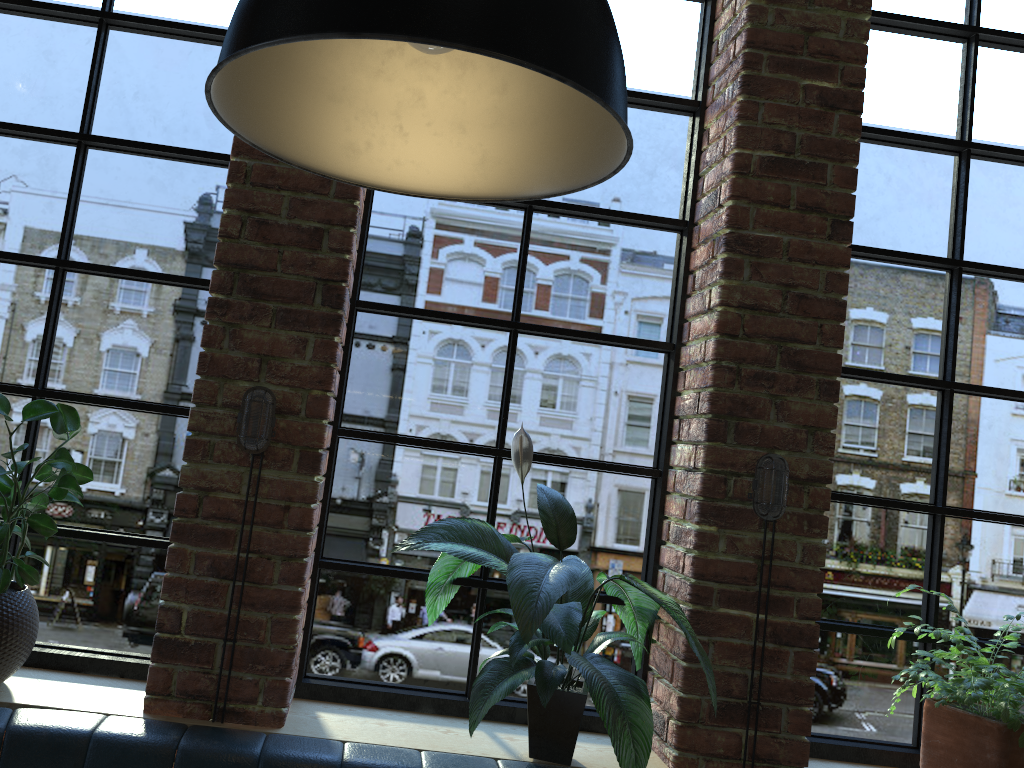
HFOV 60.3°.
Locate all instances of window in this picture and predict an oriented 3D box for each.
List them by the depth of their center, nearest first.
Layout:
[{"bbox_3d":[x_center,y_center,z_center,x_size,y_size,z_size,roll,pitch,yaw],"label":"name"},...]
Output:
[{"bbox_3d":[-1.357,-0.596,1.360,8.137,2.433,3.597,11,-7,-39],"label":"window"}]

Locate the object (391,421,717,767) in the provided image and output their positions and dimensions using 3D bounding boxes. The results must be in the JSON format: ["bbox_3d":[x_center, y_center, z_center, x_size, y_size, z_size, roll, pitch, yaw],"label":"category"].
[{"bbox_3d":[0.077,0.466,2.023,0.727,0.752,0.612,8,-6,-6],"label":"object"}]

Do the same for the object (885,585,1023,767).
[{"bbox_3d":[1.160,0.764,2.158,0.474,0.483,0.407,5,-6,17],"label":"object"}]

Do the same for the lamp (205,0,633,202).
[{"bbox_3d":[-0.037,-0.965,1.176,0.541,1.328,0.517,6,-6,12],"label":"lamp"}]

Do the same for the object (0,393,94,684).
[{"bbox_3d":[-1.187,0.356,2.045,0.528,0.664,0.374,5,-6,19],"label":"object"}]

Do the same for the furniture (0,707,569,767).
[{"bbox_3d":[-0.321,1.148,1.269,2.597,0.823,1.372,8,-5,-4],"label":"furniture"}]
